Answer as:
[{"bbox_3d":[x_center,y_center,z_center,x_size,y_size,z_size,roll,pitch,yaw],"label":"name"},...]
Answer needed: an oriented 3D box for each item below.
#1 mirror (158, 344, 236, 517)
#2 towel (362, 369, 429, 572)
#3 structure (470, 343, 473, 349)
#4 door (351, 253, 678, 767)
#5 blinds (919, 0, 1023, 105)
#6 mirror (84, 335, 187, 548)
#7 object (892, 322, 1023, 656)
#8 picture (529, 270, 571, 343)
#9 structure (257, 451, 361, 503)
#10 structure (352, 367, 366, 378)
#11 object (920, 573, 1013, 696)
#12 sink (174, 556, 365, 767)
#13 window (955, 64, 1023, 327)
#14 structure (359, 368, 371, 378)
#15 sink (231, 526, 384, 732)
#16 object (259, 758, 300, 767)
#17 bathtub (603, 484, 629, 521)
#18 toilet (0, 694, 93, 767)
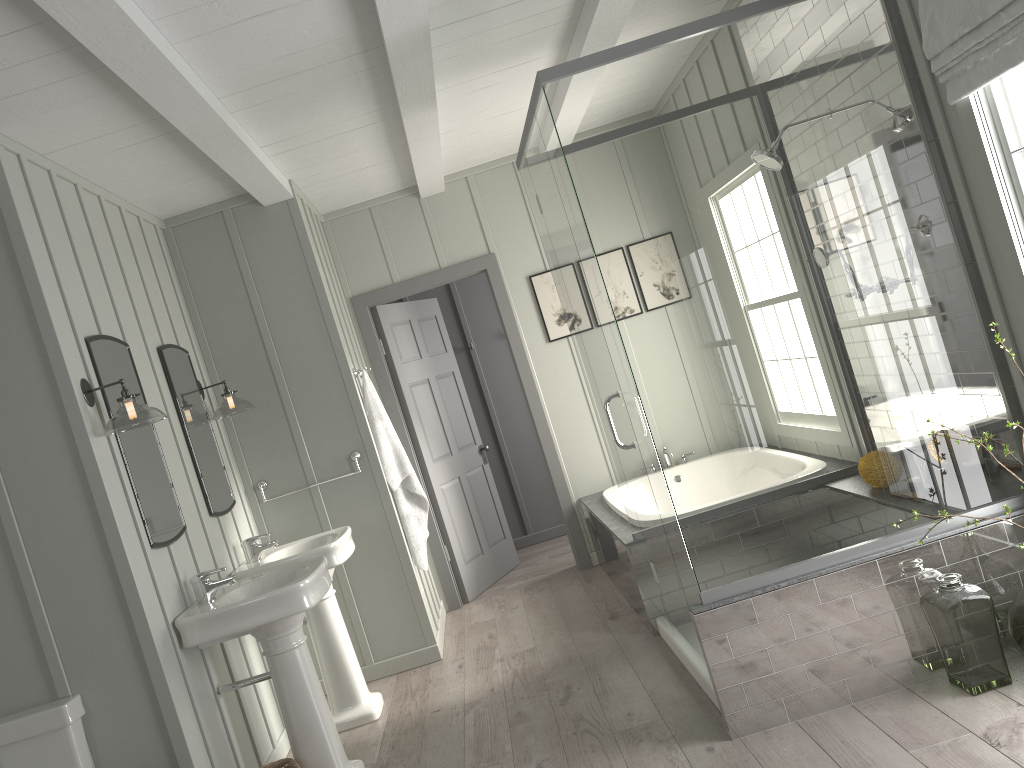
[{"bbox_3d":[-1.549,0.224,4.377,0.015,0.884,0.424,-17,1,-3],"label":"mirror"},{"bbox_3d":[-0.636,0.480,5.077,0.162,1.204,0.317,-17,1,3],"label":"towel"},{"bbox_3d":[-0.329,-0.307,7.202,0.019,0.051,0.135,-17,1,-3],"label":"structure"},{"bbox_3d":[-0.410,0.424,2.802,4.261,2.196,7.778,-17,1,-2],"label":"door"},{"bbox_3d":[1.343,-1.053,2.266,0.072,0.380,1.030,-17,1,-3],"label":"blinds"},{"bbox_3d":[-1.504,0.224,3.561,0.015,0.884,0.424,-17,1,-3],"label":"mirror"},{"bbox_3d":[1.476,0.394,2.773,0.515,1.117,0.276,-17,1,-1],"label":"object"},{"bbox_3d":[0.331,-0.541,5.878,0.313,0.461,0.012,-17,1,1],"label":"picture"},{"bbox_3d":[-1.116,0.514,4.881,0.603,0.123,0.054,-17,1,1],"label":"structure"},{"bbox_3d":[-0.870,-0.073,5.064,0.079,0.056,0.056,-17,1,0],"label":"structure"},{"bbox_3d":[1.460,0.796,2.854,0.163,0.361,0.163,-17,1,-3],"label":"object"},{"bbox_3d":[-0.921,1.189,3.580,0.567,1.013,0.569,-17,1,-1],"label":"sink"},{"bbox_3d":[1.664,-0.278,2.268,0.090,1.950,1.055,-17,1,-3],"label":"window"},{"bbox_3d":[-0.884,-0.073,5.317,0.079,0.056,0.056,-17,1,0],"label":"structure"},{"bbox_3d":[-0.966,1.189,4.391,0.567,1.013,0.569,-17,1,-1],"label":"sink"},{"bbox_3d":[-0.890,1.601,3.295,0.285,0.220,0.475,-18,1,-20],"label":"object"},{"bbox_3d":[1.113,0.646,5.093,1.049,0.490,1.560,-17,1,-2],"label":"bathtub"},{"bbox_3d":[-1.564,1.523,2.908,0.332,0.787,0.524,-17,1,-2],"label":"toilet"}]
